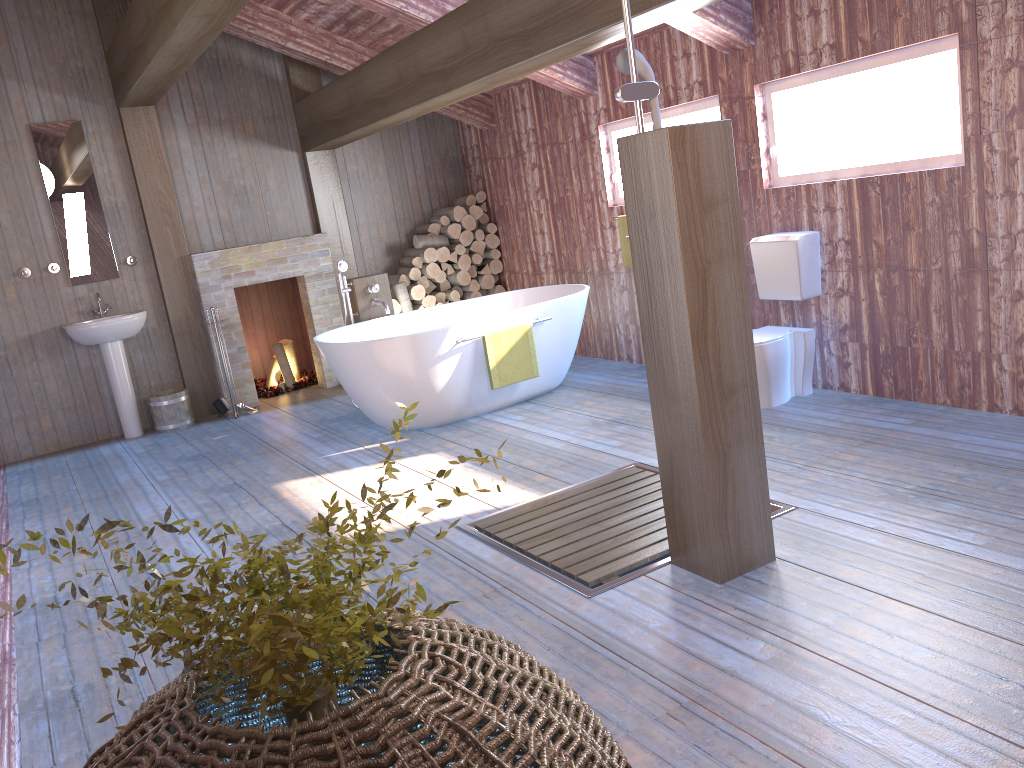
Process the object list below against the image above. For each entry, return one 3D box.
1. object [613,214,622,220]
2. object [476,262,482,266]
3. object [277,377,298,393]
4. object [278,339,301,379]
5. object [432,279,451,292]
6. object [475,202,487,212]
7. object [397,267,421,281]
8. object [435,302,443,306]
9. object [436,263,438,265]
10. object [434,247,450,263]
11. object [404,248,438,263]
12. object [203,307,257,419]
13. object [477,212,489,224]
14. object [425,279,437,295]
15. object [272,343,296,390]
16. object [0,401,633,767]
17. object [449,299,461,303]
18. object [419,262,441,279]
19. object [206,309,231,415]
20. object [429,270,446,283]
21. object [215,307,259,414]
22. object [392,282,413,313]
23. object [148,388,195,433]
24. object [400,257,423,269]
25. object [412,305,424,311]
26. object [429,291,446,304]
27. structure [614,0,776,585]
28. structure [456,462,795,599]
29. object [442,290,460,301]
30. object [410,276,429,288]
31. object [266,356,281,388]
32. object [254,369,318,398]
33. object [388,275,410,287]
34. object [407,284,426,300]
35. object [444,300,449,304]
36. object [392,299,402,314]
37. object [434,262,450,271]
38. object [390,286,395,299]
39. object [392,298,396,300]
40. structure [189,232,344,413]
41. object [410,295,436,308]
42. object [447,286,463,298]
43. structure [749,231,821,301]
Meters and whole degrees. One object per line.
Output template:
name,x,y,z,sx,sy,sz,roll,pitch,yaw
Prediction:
object,0.876,-1.162,6.124,0.091,0.043,0.581,-15,13,-27
object,-0.344,-1.116,8.141,0.067,0.069,0.177,-15,13,-28
object,-2.003,0.007,7.918,0.085,0.084,0.278,-5,12,18
object,-2.037,-0.186,8.130,0.140,0.459,0.266,-11,12,-11
object,-0.678,-0.906,8.098,0.104,0.127,0.321,-15,13,-27
object,-0.337,-1.617,8.161,0.081,0.100,0.281,-15,13,-28
object,-0.912,-0.974,7.831,0.115,0.123,0.291,-15,13,-27
object,-0.744,-0.687,7.966,0.098,0.100,0.437,-16,14,-30
object,-0.713,-1.049,7.928,0.057,0.061,0.156,-16,13,-29
object,-0.710,-1.157,7.940,0.138,0.147,0.440,-15,13,-27
object,-0.810,-1.143,7.883,0.135,0.145,0.439,-15,13,-27
object,-2.318,-0.173,7.044,0.276,0.888,0.333,-6,12,13
object,-0.321,-1.521,8.163,0.107,0.115,0.269,-15,13,-27
object,-0.807,-0.885,8.023,0.128,0.150,0.323,-15,13,-28
object,-2.018,-0.152,7.880,0.098,0.434,0.283,-16,14,-30
object,-0.258,0.625,1.293,0.970,1.073,0.972,1,16,41
object,-0.572,-0.719,8.072,0.111,0.113,0.301,-16,13,-29
object,-0.797,-1.008,7.900,0.141,0.143,0.437,-16,14,-30
object,-2.354,-0.161,6.964,0.062,0.846,0.136,2,16,42
object,-0.703,-0.968,7.957,0.115,0.123,0.291,-15,13,-27
object,-2.221,-0.182,7.025,0.206,0.871,0.126,-6,12,14
object,-0.938,-0.729,7.654,0.147,0.298,0.109,-15,13,-25
object,-2.674,0.207,6.970,0.309,0.290,0.308,-13,12,-18
object,-0.888,-1.075,7.851,0.106,0.112,0.282,-15,13,-27
object,-0.928,-0.615,7.901,0.155,0.174,0.483,-16,13,-29
object,-0.708,-0.775,7.986,0.114,0.120,0.303,-15,13,-27
structure,0.552,-0.450,2.974,0.328,2.209,0.522,-11,12,-8
structure,0.436,0.577,3.658,1.000,0.067,1.000,-16,13,-28
object,-0.618,-0.802,8.029,0.098,0.100,0.437,-16,14,-30
object,-0.857,-0.903,7.891,0.111,0.113,0.301,-16,13,-29
object,-2.138,-0.101,8.008,0.221,0.306,0.121,-9,12,-1
object,-2.141,-0.014,8.195,0.935,0.085,0.829,2,16,43
object,-1.018,-0.910,7.833,0.114,0.113,0.301,-16,14,-30
object,-0.918,-0.817,7.855,0.138,0.147,0.440,-15,13,-27
object,-0.668,-0.708,8.016,0.086,0.089,0.279,-16,14,-30
object,-1.128,-0.679,7.760,0.139,0.137,0.455,-16,14,-30
object,-0.654,-1.060,7.978,0.088,0.092,0.280,-15,13,-27
object,-1.079,-0.824,7.887,0.108,0.113,0.302,-15,13,-27
object,-1.101,-0.734,7.882,0.099,0.093,0.280,-15,13,-27
structure,-1.999,-0.522,7.467,1.130,1.330,0.226,-15,13,-28
object,-0.834,-0.734,7.931,0.139,0.148,0.458,-15,13,-27
object,-0.574,-0.848,8.166,0.116,0.118,0.289,-16,14,-30
structure,1.548,-0.665,5.011,0.182,0.363,0.358,-15,13,-27
